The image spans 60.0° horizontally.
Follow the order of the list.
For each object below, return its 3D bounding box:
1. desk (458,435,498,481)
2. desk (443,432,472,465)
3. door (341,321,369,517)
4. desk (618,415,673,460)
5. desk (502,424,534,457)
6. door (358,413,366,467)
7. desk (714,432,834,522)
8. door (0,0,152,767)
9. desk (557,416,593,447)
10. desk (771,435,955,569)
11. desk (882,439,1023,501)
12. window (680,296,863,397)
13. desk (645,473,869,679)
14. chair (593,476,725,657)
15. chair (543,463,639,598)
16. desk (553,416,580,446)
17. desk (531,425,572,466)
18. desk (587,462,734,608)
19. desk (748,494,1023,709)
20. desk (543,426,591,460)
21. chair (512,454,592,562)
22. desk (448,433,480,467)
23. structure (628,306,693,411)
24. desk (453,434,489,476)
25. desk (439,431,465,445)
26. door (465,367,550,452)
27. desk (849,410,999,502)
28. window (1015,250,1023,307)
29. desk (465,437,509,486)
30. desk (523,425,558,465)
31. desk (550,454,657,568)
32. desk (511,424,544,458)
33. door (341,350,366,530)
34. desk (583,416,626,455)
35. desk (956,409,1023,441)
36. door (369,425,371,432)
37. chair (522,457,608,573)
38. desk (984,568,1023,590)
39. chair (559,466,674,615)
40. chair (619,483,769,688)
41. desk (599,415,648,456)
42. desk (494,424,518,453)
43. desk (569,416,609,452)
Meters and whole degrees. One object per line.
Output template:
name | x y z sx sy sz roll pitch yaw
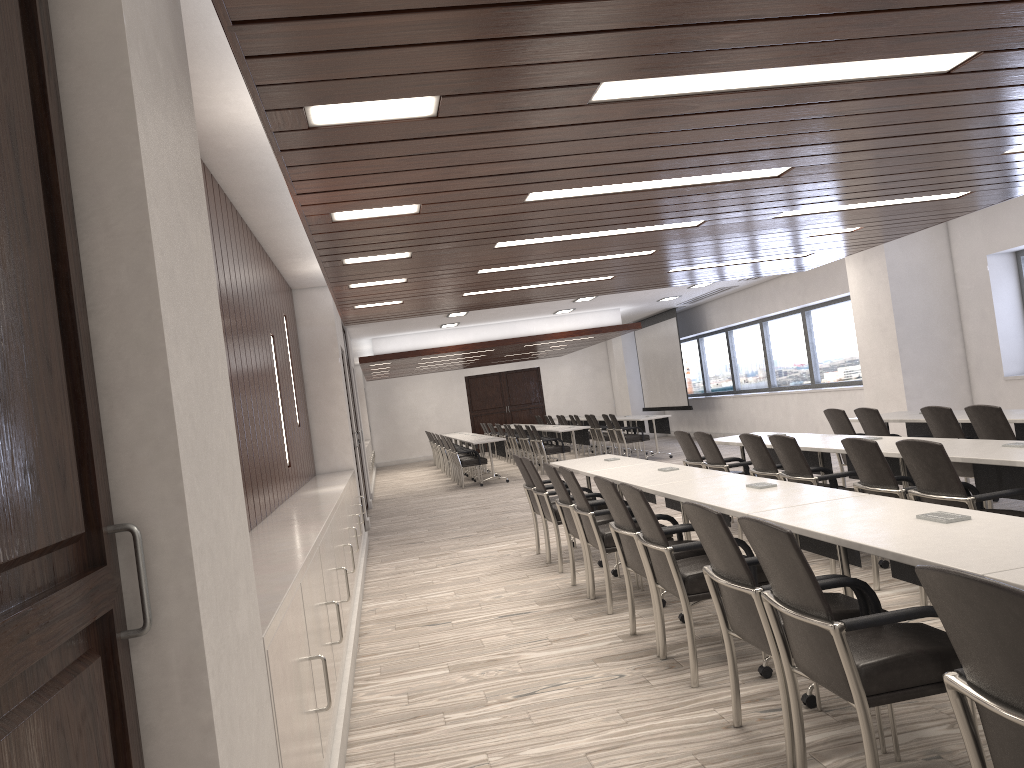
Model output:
desk | -0.667 1.453 17.623 0.577 0.795 1.509 -8 -1 -9
desk | -1.329 1.633 22.133 0.577 0.795 1.509 -8 -1 -9
door | -2.369 0.519 13.094 0.200 2.889 2.327 -8 -1 -9
desk | 2.511 1.001 16.567 0.577 0.795 1.509 -8 -1 -9
desk | 0.160 1.435 22.359 0.577 0.795 1.509 -8 -1 -9
door | -2.640 0.883 15.197 0.200 2.323 1.163 -8 -1 -9
desk | 2.288 0.858 7.862 0.577 0.795 1.509 -8 -1 -9
door | -0.657 0.332 0.996 0.200 2.323 1.163 -8 -1 -9
desk | 1.628 1.240 22.583 0.577 0.795 1.509 -8 -1 -9
desk | 2.509 0.798 6.357 0.577 0.795 1.509 -8 -1 -9
desk | 2.730 0.738 4.848 0.577 0.795 1.509 -8 -1 -9
window | 4.987 -0.567 17.260 0.118 1.419 10.452 -8 -1 -9
desk | 1.241 0.936 4.622 0.577 0.795 1.509 -8 -1 -9
chair | 0.834 0.922 4.831 0.638 0.939 0.513 -8 -1 -9
chair | 0.601 0.984 6.327 0.638 0.939 0.513 -8 -1 -9
desk | 1.407 1.300 24.088 0.577 0.795 1.509 -8 -1 -9
desk | 0.822 1.256 17.849 0.577 0.795 1.509 -8 -1 -9
desk | 1.020 0.996 6.130 0.577 0.795 1.509 -8 -1 -9
desk | 1.462 0.876 3.117 0.577 0.795 1.509 -8 -1 -9
desk | 1.043 1.196 16.344 0.577 0.795 1.509 -8 -1 -9
chair | 0.384 1.043 7.842 0.638 0.939 0.513 -8 -1 -9
desk | -1.108 1.573 20.625 0.577 0.795 1.509 -8 -1 -9
structure | 3.406 -0.535 20.572 0.438 2.329 3.550 -8 -1 -9
desk | -0.887 1.513 19.119 0.577 0.795 1.509 -8 -1 -9
desk | -1.550 1.693 23.639 0.577 0.795 1.509 -8 -1 -9
door | -0.144 0.778 26.937 2.329 2.323 0.200 -8 -1 -9
desk | 3.756 0.663 8.085 0.577 0.795 1.509 -8 -1 -9
window | 6.513 -0.980 6.866 0.118 1.419 6.968 -8 -1 -9
desk | -0.446 1.393 16.118 0.577 0.795 1.509 -8 -1 -9
desk | 0.602 1.315 19.346 0.577 0.795 1.509 -8 -1 -9
desk | 0.799 1.056 7.636 0.577 0.795 1.509 -8 -1 -9
desk | 0.381 1.375 20.851 0.577 0.795 1.509 -8 -1 -9
door | -2.021 0.715 10.975 0.200 2.323 1.163 -8 -1 -9
desk | 2.070 1.120 19.569 0.577 0.795 1.509 -8 -1 -9
desk | 3.977 0.603 6.580 0.577 0.795 1.509 -8 -1 -9
door | -4.103 1.280 25.165 0.200 2.323 1.163 -8 -1 -9
chair | 0.461 1.023 7.318 0.638 0.939 0.513 -8 -1 -9
desk | 1.682 0.816 1.620 0.577 0.795 1.509 -8 -1 -9
chair | 0.691 0.961 5.815 0.638 0.939 0.513 -8 -1 -8
chair | 0.912 0.902 4.306 0.638 0.939 0.513 -8 -1 -8
desk | 2.290 1.061 18.073 0.577 0.795 1.509 -8 -1 -9
desk | -0.061 1.495 23.865 0.577 0.795 1.509 -8 -1 -9
desk | 1.849 1.180 21.074 0.577 0.795 1.509 -8 -1 -9
